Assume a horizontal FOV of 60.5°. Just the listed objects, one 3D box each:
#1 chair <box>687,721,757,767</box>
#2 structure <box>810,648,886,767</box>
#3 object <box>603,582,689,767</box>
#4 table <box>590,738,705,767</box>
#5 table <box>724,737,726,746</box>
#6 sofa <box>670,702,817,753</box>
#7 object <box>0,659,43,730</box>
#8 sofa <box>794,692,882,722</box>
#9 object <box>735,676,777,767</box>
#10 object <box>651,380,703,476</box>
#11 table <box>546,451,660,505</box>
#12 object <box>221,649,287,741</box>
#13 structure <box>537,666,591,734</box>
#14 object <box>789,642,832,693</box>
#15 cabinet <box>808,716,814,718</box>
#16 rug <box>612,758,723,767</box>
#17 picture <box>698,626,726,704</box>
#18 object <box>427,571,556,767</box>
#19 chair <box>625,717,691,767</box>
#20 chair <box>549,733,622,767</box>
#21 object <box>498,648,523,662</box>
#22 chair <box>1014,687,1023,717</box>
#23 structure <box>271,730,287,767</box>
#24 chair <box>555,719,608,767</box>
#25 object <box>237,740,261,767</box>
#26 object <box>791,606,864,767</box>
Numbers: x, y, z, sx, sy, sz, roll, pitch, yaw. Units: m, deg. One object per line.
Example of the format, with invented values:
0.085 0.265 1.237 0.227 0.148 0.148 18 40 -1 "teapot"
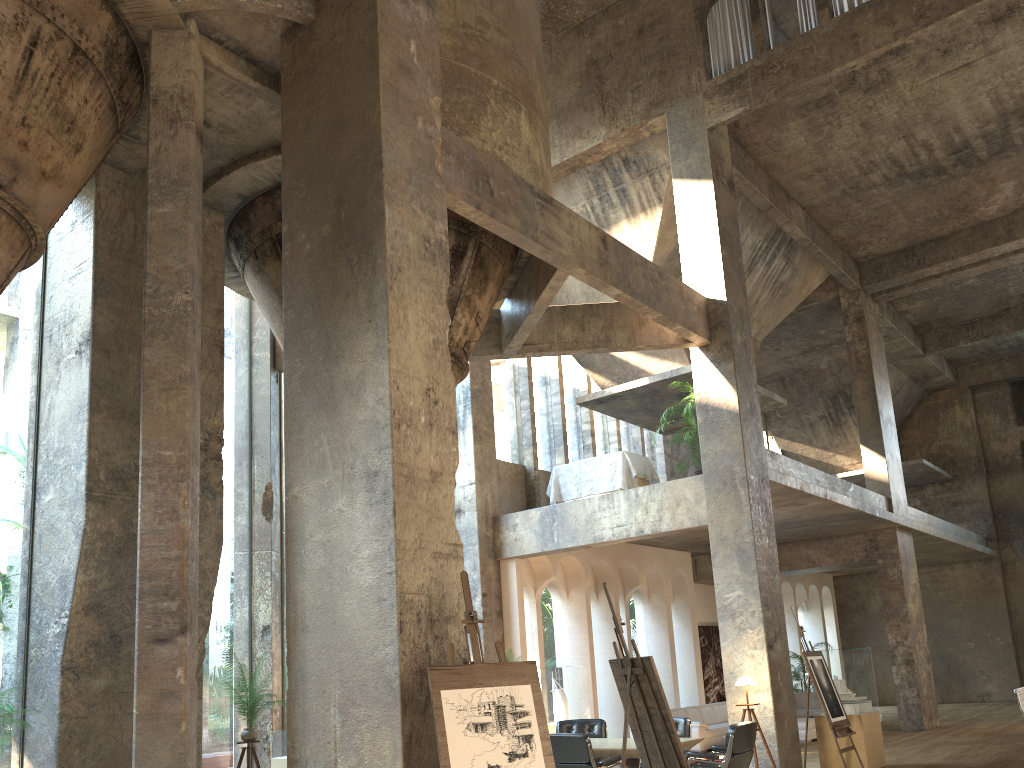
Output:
1.960 3.753 8.546 0.832 0.867 0.742 -13 -17 33 "chair"
4.353 4.237 11.439 0.603 1.503 0.753 -13 -16 37 "structure"
0.979 2.549 6.587 0.685 2.085 0.721 1 -13 -20 "object"
0.764 4.230 9.479 2.450 0.680 1.121 -17 -21 36 "table"
4.006 5.975 14.608 0.874 0.239 0.375 -17 -21 36 "table"
4.151 6.115 15.795 2.098 0.701 2.972 -17 -22 36 "sofa"
-4.182 2.587 6.965 0.863 0.913 0.706 5 -17 -30 "object"
6.780 7.037 19.041 2.101 0.700 1.087 -17 -21 36 "sofa"
2.772 4.163 10.520 0.579 1.260 0.668 -13 -16 37 "object"
2.906 0.670 13.246 1.428 1.757 1.372 -17 -19 42 "object"
1.472 1.653 14.398 1.778 0.778 1.132 -17 -21 36 "table"
-2.627 3.121 8.852 0.873 0.913 0.697 -16 -19 39 "object"
0.725 5.009 13.107 0.603 1.503 0.753 -13 -16 37 "structure"
6.927 7.026 20.728 1.428 1.761 1.372 -17 -19 42 "object"
6.225 6.593 17.063 0.402 0.359 1.585 -15 -21 36 "cabinet"
2.851 5.671 13.134 2.503 0.009 1.366 -18 -23 36 "rug"
4.580 6.332 19.785 0.070 1.720 1.525 -12 -17 36 "picture"
-0.121 2.109 5.064 0.703 2.085 0.702 2 -13 -26 "object"
1.599 4.174 9.749 0.738 0.867 0.836 -12 -17 31 "chair"
0.751 3.824 8.543 0.830 0.867 0.744 11 -20 -44 "chair"
-0.110 4.432 13.250 0.695 0.913 0.877 -11 -17 28 "object"
5.526 3.578 8.866 0.712 0.996 0.673 -16 -19 42 "chair"
-2.123 4.316 9.694 0.746 0.985 0.754 -14 -18 37 "structure"
0.793 4.418 10.338 0.731 0.867 0.844 -6 -15 11 "chair"
-2.643 4.081 8.825 0.658 0.944 0.588 0 -14 -16 "object"
3.795 3.777 10.790 0.694 2.085 0.711 -12 -15 36 "object"
